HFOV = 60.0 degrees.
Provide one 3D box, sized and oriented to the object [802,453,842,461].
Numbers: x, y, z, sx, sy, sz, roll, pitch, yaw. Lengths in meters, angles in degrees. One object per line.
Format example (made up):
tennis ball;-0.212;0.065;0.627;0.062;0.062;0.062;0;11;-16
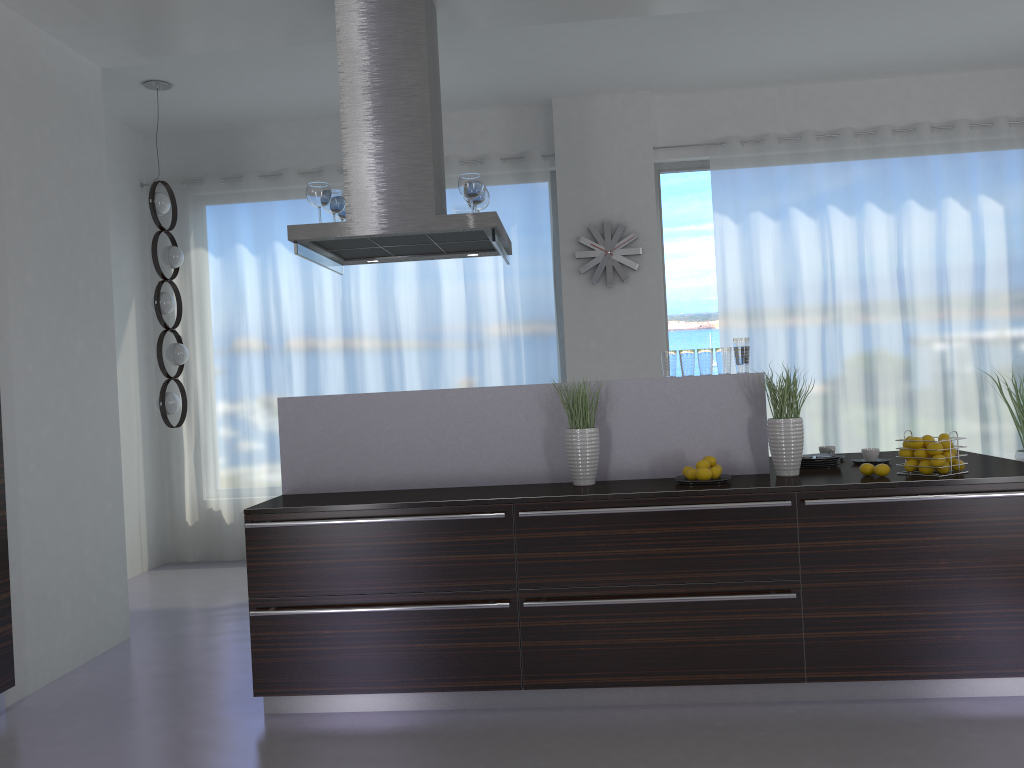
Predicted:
object;1.229;0.288;4.208;0.646;0.147;0.269;-3;0;29

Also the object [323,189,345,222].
object;-0.895;-0.857;4.460;0.125;0.221;0.125;-3;0;29

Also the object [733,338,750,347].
object;1.026;-0.146;3.961;0.072;0.119;0.071;-3;0;44

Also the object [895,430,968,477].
object;1.704;0.275;3.604;0.189;0.174;0.207;-3;0;-31

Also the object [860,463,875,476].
object;1.459;0.351;3.638;0.053;0.051;0.063;-3;0;-27

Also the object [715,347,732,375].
object;0.948;-0.103;3.967;0.072;0.119;0.071;-3;0;44

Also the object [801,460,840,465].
object;1.397;0.363;4.116;0.232;0.020;0.232;-3;0;13

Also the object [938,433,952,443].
object;1.767;0.231;3.618;0.050;0.060;0.059;-3;0;4

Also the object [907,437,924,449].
object;1.634;0.239;3.591;0.053;0.051;0.063;-3;0;-38

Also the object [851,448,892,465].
object;1.661;0.335;4.107;0.153;0.069;0.153;-3;0;-22

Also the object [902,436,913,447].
object;1.635;0.243;3.643;0.052;0.060;0.057;-3;0;-7

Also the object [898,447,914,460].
object;1.614;0.284;3.626;0.053;0.051;0.063;-3;0;-27

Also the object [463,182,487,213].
object;-0.184;-0.895;4.428;0.125;0.221;0.125;-3;0;29

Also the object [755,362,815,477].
object;1.179;0.140;3.774;0.269;0.502;0.247;-3;0;-43

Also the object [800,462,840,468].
object;1.398;0.372;4.116;0.232;0.020;0.232;-3;0;13

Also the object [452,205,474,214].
object;-0.254;-0.867;4.803;0.137;0.174;0.137;-3;0;-31

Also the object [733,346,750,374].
object;1.028;-0.107;3.961;0.072;0.119;0.071;-3;0;44

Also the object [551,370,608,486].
object;0.292;0.186;3.818;0.269;0.502;0.247;-3;0;5

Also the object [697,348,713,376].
object;0.868;-0.098;3.973;0.072;0.119;0.071;-3;0;44

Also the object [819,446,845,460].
object;1.548;0.341;4.355;0.153;0.069;0.153;-3;0;38

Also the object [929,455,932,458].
object;1.748;0.310;3.656;0.052;0.053;0.062;-3;0;41

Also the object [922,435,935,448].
object;1.691;0.233;3.605;0.051;0.053;0.063;-3;0;6

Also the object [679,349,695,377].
object;0.787;-0.094;3.979;0.072;0.119;0.071;-3;0;44

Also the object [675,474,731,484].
object;0.800;0.401;3.716;0.232;0.020;0.232;-3;0;13

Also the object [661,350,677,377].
object;0.707;-0.090;3.986;0.072;0.119;0.071;-3;0;-36

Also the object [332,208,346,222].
object;-0.884;-0.858;4.617;0.125;0.221;0.125;-3;0;29

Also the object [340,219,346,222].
object;-0.872;-0.858;4.764;0.125;0.221;0.125;-3;0;29

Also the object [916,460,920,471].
object;1.664;0.335;3.654;0.053;0.053;0.061;-3;0;-43

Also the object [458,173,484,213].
object;-0.195;-0.894;4.271;0.125;0.221;0.125;-3;0;29

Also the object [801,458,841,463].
object;1.397;0.353;4.116;0.232;0.020;0.232;-3;0;8

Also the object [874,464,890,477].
object;1.497;0.349;3.587;0.063;0.051;0.053;-3;0;8

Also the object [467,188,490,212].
object;-0.173;-0.895;4.575;0.125;0.221;0.125;-3;0;29
